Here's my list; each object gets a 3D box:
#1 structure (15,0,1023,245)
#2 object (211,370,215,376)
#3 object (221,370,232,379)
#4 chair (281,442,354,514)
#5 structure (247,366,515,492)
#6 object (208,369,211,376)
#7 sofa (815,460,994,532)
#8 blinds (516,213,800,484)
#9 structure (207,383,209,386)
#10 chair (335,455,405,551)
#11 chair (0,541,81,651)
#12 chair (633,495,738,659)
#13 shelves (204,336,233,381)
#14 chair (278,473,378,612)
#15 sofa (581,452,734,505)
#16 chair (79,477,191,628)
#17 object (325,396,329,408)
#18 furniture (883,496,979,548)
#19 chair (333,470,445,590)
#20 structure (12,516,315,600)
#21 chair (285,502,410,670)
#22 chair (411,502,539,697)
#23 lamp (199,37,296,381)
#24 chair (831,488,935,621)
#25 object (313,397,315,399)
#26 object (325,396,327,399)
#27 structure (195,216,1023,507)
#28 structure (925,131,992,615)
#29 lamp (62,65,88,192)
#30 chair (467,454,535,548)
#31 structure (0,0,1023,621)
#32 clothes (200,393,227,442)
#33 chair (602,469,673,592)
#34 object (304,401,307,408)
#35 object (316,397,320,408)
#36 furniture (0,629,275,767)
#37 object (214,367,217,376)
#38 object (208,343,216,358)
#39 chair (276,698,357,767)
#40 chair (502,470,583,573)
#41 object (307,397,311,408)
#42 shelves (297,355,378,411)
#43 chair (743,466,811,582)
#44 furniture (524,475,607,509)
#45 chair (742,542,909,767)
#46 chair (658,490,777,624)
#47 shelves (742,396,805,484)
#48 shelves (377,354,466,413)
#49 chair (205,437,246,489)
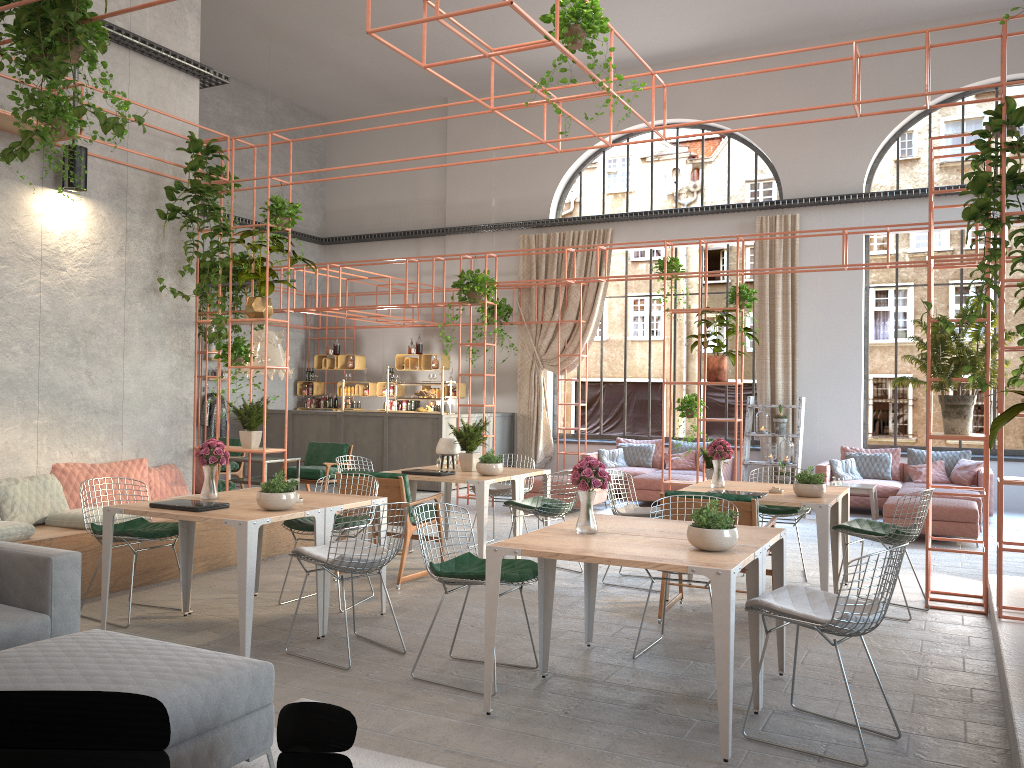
[{"bbox_3d":[-0.632,-3.014,8.382,15.203,0.110,15.603,0,-1,27],"label":"structure"},{"bbox_3d":[-5.282,-0.178,15.664,0.063,0.151,0.063,1,-1,13],"label":"object"},{"bbox_3d":[-5.155,-0.167,15.936,0.129,0.149,0.219,0,-1,27],"label":"object"},{"bbox_3d":[-2.485,1.216,11.241,0.722,0.929,0.685,0,-1,27],"label":"chair"},{"bbox_3d":[-2.341,0.720,16.158,4.057,2.022,2.579,0,-1,27],"label":"structure"},{"bbox_3d":[-5.330,-0.186,15.615,0.055,0.164,0.092,1,-1,-45],"label":"object"},{"bbox_3d":[5.249,1.463,11.980,2.219,0.672,1.960,0,-1,27],"label":"sofa"},{"bbox_3d":[2.284,-0.537,15.060,4.957,4.389,0.414,0,-1,28],"label":"blinds"},{"bbox_3d":[-5.368,0.007,15.656,0.019,0.044,0.066,0,-1,27],"label":"structure"},{"bbox_3d":[-1.381,1.192,8.733,0.717,0.941,0.565,0,-1,28],"label":"chair"},{"bbox_3d":[-2.630,1.053,3.713,1.052,0.672,1.127,0,-1,27],"label":"chair"},{"bbox_3d":[1.073,1.191,5.466,0.565,0.941,0.717,1,-1,23],"label":"chair"},{"bbox_3d":[-5.207,-0.457,15.792,0.186,0.790,0.560,0,-1,27],"label":"shelves"},{"bbox_3d":[-1.371,1.170,6.693,0.565,0.941,0.717,1,-1,23],"label":"chair"},{"bbox_3d":[2.090,1.436,13.566,2.219,0.672,1.960,0,-1,27],"label":"sofa"},{"bbox_3d":[-2.647,1.146,6.210,0.717,0.941,0.565,0,-1,28],"label":"chair"},{"bbox_3d":[-3.893,0.492,17.520,0.711,0.529,0.084,0,-1,29],"label":"object"},{"bbox_3d":[4.815,1.546,10.197,0.976,0.446,0.941,0,-1,27],"label":"furniture"},{"bbox_3d":[-1.038,1.188,7.530,0.722,0.917,0.685,0,-1,27],"label":"chair"},{"bbox_3d":[-5.544,1.355,8.492,5.831,0.500,4.386,0,-1,27],"label":"structure"},{"bbox_3d":[-0.984,1.161,5.384,0.717,0.941,0.565,0,-1,43],"label":"chair"},{"bbox_3d":[-0.203,1.167,4.983,0.717,0.941,0.565,0,-1,28],"label":"chair"},{"bbox_3d":[-4.479,-2.079,11.248,4.456,4.052,0.704,0,-1,27],"label":"lamp"},{"bbox_3d":[2.778,1.228,6.674,0.717,0.941,0.565,0,-1,43],"label":"chair"},{"bbox_3d":[-3.959,0.371,17.697,0.070,0.209,0.070,1,-1,9],"label":"object"},{"bbox_3d":[-3.671,0.353,17.482,0.094,0.248,0.072,0,-1,27],"label":"object"},{"bbox_3d":[1.433,-0.066,13.177,14.689,4.247,4.157,0,-1,27],"label":"structure"},{"bbox_3d":[3.500,-0.086,6.957,0.424,3.602,0.624,0,-1,27],"label":"structure"},{"bbox_3d":[-3.623,-2.328,7.377,0.185,1.425,0.179,0,-1,27],"label":"lamp"},{"bbox_3d":[-0.105,1.216,9.215,0.565,0.941,0.717,1,-1,23],"label":"chair"},{"bbox_3d":[-3.367,-0.760,7.152,14.096,4.345,4.501,1,-1,25],"label":"structure"},{"bbox_3d":[-5.251,0.657,15.725,0.366,0.997,0.625,1,-1,7],"label":"clothes"},{"bbox_3d":[1.115,1.214,7.500,0.717,0.941,0.565,0,-1,28],"label":"chair"},{"bbox_3d":[-4.096,0.407,17.608,0.073,0.131,0.073,1,-1,-38],"label":"object"},{"bbox_3d":[-3.804,0.366,17.462,0.105,0.219,0.073,0,-1,33],"label":"object"},{"bbox_3d":[-1.487,1.174,3.016,0.975,0.446,0.941,0,-1,27],"label":"furniture"},{"bbox_3d":[-5.251,-0.204,15.744,0.081,0.204,0.081,0,-1,27],"label":"object"},{"bbox_3d":[-5.300,-0.622,15.633,0.145,0.336,0.136,0,-1,41],"label":"object"},{"bbox_3d":[-0.418,1.024,2.148,1.127,0.586,1.056,0,-1,27],"label":"chair"},{"bbox_3d":[0.282,1.207,7.907,0.717,0.941,0.565,0,-1,43],"label":"chair"},{"bbox_3d":[-4.023,0.368,17.560,0.070,0.209,0.070,1,-1,17],"label":"object"},{"bbox_3d":[-3.424,0.353,17.393,1.750,1.838,0.328,0,-1,27],"label":"shelves"},{"bbox_3d":[2.391,1.237,7.982,0.565,0.941,0.717,1,-1,23],"label":"chair"},{"bbox_3d":[0.705,1.511,12.260,0.976,0.446,0.941,0,-1,27],"label":"furniture"},{"bbox_3d":[1.460,1.181,4.157,0.717,0.941,0.565,0,-1,43],"label":"chair"},{"bbox_3d":[1.457,1.210,6.296,0.722,0.917,0.685,0,-1,27],"label":"chair"},{"bbox_3d":[3.994,0.997,13.603,0.842,1.618,0.856,0,-1,27],"label":"shelves"},{"bbox_3d":[-1.708,0.367,16.532,1.750,1.838,0.328,0,-1,27],"label":"shelves"},{"bbox_3d":[-4.067,1.202,12.035,0.722,0.930,0.685,0,-1,27],"label":"chair"}]
